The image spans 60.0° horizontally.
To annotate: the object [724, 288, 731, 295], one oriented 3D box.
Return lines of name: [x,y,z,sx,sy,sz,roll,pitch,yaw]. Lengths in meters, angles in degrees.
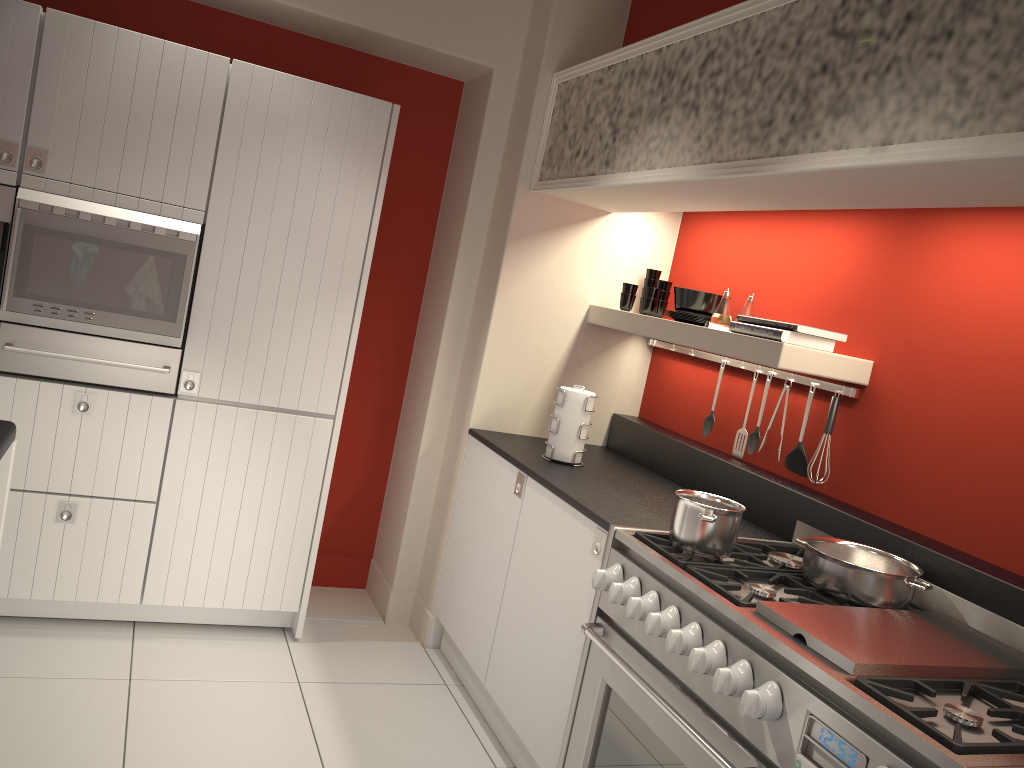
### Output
object: [0.807,-0.344,3.322,0.023,0.031,0.024,14,6,19]

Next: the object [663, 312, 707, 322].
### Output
object: [0.745,-0.256,3.595,0.280,0.016,0.280,9,6,-23]

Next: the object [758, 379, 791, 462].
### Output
object: [0.968,0.124,3.225,0.009,0.296,0.124,9,6,-23]

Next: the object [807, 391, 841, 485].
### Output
object: [1.059,0.183,2.986,0.069,0.328,0.069,6,8,-45]

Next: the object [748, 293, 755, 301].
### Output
object: [0.896,-0.324,3.312,0.023,0.032,0.026,7,7,-40]

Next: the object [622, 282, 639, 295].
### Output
object: [0.511,-0.399,3.871,0.070,0.076,0.070,16,7,38]

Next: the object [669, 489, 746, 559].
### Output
object: [0.553,0.403,2.544,0.201,0.148,0.201,8,7,-30]

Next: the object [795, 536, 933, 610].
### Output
object: [0.943,0.515,2.416,0.309,0.104,0.309,12,6,5]

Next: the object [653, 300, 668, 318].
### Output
object: [0.649,-0.331,3.923,0.070,0.076,0.070,16,7,38]

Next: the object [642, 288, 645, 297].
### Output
object: [0.618,-0.393,4.021,0.070,0.076,0.070,16,7,38]

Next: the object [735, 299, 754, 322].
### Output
object: [0.879,-0.252,3.321,0.076,0.134,0.077,7,7,-39]

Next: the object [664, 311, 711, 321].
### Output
object: [0.747,-0.261,3.594,0.280,0.016,0.280,9,6,-23]

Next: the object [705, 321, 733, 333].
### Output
object: [0.824,-0.206,3.330,0.183,0.027,0.160,12,6,6]

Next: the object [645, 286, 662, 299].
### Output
object: [0.597,-0.373,3.787,0.070,0.076,0.070,16,7,38]

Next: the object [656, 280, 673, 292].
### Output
object: [0.667,-0.417,3.914,0.070,0.076,0.070,16,7,38]

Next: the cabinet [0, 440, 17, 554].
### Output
cabinet: [-1.718,0.711,1.235,1.423,1.010,2.036,9,6,-23]

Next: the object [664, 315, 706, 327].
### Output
object: [0.743,-0.246,3.596,0.280,0.016,0.280,9,6,-23]

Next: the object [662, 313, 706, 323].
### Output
object: [0.744,-0.251,3.595,0.280,0.016,0.280,9,6,-23]

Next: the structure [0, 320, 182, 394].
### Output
structure: [-1.562,-0.091,3.290,0.617,0.177,0.129,9,6,-23]

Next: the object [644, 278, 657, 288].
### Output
object: [0.627,-0.436,4.016,0.070,0.076,0.070,16,7,38]

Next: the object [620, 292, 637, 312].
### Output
object: [0.502,-0.356,3.876,0.070,0.076,0.070,16,7,38]

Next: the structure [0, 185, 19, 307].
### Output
structure: [-2.127,-0.531,3.160,0.623,0.470,0.453,9,6,-23]

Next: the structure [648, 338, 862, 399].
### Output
structure: [0.896,-0.082,3.531,0.054,0.034,1.356,9,6,-23]

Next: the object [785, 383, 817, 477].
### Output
object: [1.033,0.159,3.104,0.040,0.330,0.123,9,6,-23]

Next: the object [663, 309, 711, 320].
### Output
object: [0.748,-0.267,3.594,0.280,0.016,0.280,9,6,-23]

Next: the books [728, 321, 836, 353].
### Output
books: [0.913,-0.165,3.025,0.207,0.042,0.331,10,6,-18]

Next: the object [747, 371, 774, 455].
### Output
object: [0.930,0.111,3.314,0.022,0.323,0.067,9,6,-24]

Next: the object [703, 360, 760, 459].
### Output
object: [0.857,0.092,3.489,0.022,0.351,0.287,9,6,-22]

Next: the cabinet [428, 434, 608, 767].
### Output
cabinet: [0.269,0.868,3.460,0.687,0.993,1.362,9,6,-23]

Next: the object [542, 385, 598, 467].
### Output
object: [0.234,0.160,3.541,0.168,0.304,0.163,12,6,6]

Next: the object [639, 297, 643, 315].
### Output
object: [0.609,-0.350,4.025,0.070,0.076,0.070,16,7,38]

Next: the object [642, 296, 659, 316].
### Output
object: [0.588,-0.330,3.791,0.070,0.076,0.070,16,7,38]

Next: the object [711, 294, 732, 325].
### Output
object: [0.793,-0.270,3.329,0.076,0.131,0.076,14,6,20]

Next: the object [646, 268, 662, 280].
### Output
object: [0.636,-0.479,4.012,0.070,0.076,0.070,16,7,38]

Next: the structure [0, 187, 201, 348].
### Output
structure: [-1.528,-0.430,3.330,0.610,0.472,0.333,9,6,-23]

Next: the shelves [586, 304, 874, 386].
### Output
shelves: [0.761,-0.178,3.469,0.376,0.083,1.380,9,6,-23]

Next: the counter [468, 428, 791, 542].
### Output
counter: [0.371,0.371,3.407,0.699,0.026,1.361,9,6,-23]

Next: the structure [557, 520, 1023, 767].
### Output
structure: [0.716,1.032,2.214,0.777,1.084,1.323,9,6,-23]

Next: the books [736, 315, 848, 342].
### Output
books: [0.945,-0.192,3.015,0.207,0.026,0.332,9,6,-22]

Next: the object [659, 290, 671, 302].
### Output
object: [0.658,-0.374,3.918,0.070,0.076,0.070,16,7,38]

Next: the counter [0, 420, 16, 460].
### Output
counter: [-1.609,0.193,1.177,1.415,0.050,2.056,9,6,-23]

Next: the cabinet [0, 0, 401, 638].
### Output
cabinet: [-1.958,-0.262,3.478,2.556,2.249,0.717,9,6,-23]

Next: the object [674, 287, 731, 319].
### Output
object: [0.758,-0.317,3.589,0.233,0.108,0.232,14,6,19]
